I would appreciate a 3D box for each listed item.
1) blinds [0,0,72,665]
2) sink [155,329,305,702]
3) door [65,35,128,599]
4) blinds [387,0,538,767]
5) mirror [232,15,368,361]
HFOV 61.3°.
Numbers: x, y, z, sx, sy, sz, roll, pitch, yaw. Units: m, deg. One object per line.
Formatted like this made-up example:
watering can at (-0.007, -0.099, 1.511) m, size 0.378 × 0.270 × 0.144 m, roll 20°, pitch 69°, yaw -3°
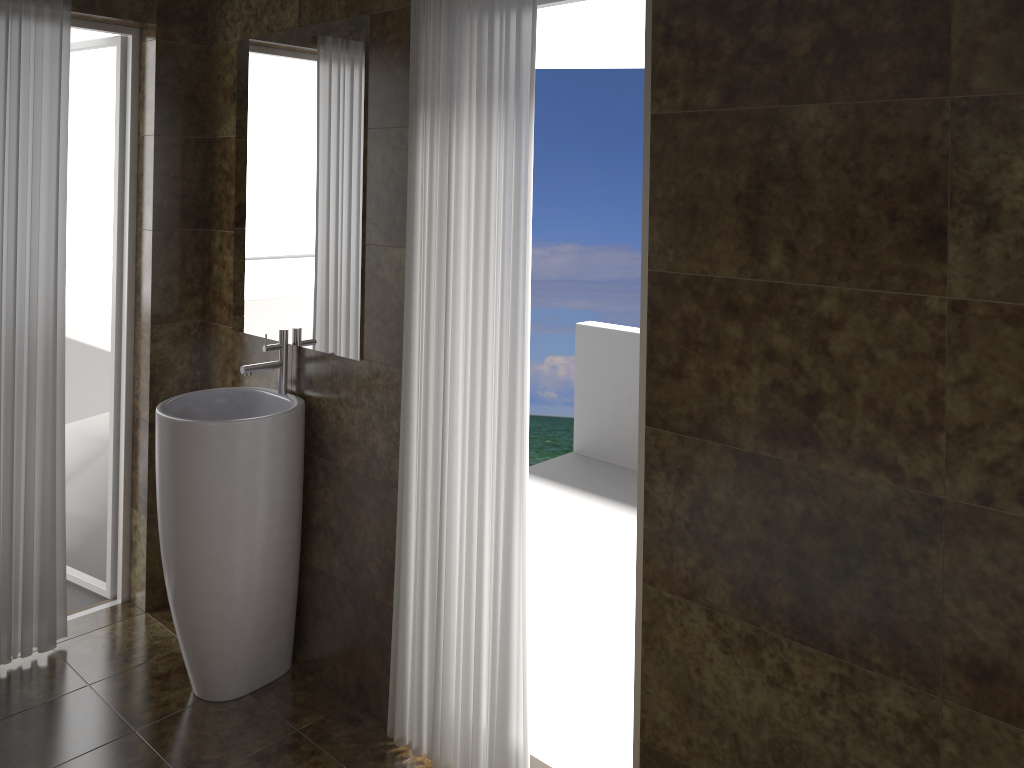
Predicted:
blinds at (-1.716, -0.183, 2.769) m, size 0.068 × 2.241 × 0.603 m, roll 1°, pitch 0°, yaw 42°
sink at (-0.914, 0.404, 2.777) m, size 0.439 × 1.118 × 0.461 m, roll -1°, pitch 2°, yaw -45°
door at (-1.912, -0.324, 3.598) m, size 0.965 × 2.192 × 0.040 m, roll 2°, pitch 0°, yaw 32°
blinds at (-0.141, -0.064, 2.336) m, size 0.521 × 2.229 × 0.067 m, roll 1°, pitch 0°, yaw 42°
mirror at (-0.743, -0.674, 2.945) m, size 0.774 × 1.073 × 0.008 m, roll 5°, pitch 3°, yaw 43°
